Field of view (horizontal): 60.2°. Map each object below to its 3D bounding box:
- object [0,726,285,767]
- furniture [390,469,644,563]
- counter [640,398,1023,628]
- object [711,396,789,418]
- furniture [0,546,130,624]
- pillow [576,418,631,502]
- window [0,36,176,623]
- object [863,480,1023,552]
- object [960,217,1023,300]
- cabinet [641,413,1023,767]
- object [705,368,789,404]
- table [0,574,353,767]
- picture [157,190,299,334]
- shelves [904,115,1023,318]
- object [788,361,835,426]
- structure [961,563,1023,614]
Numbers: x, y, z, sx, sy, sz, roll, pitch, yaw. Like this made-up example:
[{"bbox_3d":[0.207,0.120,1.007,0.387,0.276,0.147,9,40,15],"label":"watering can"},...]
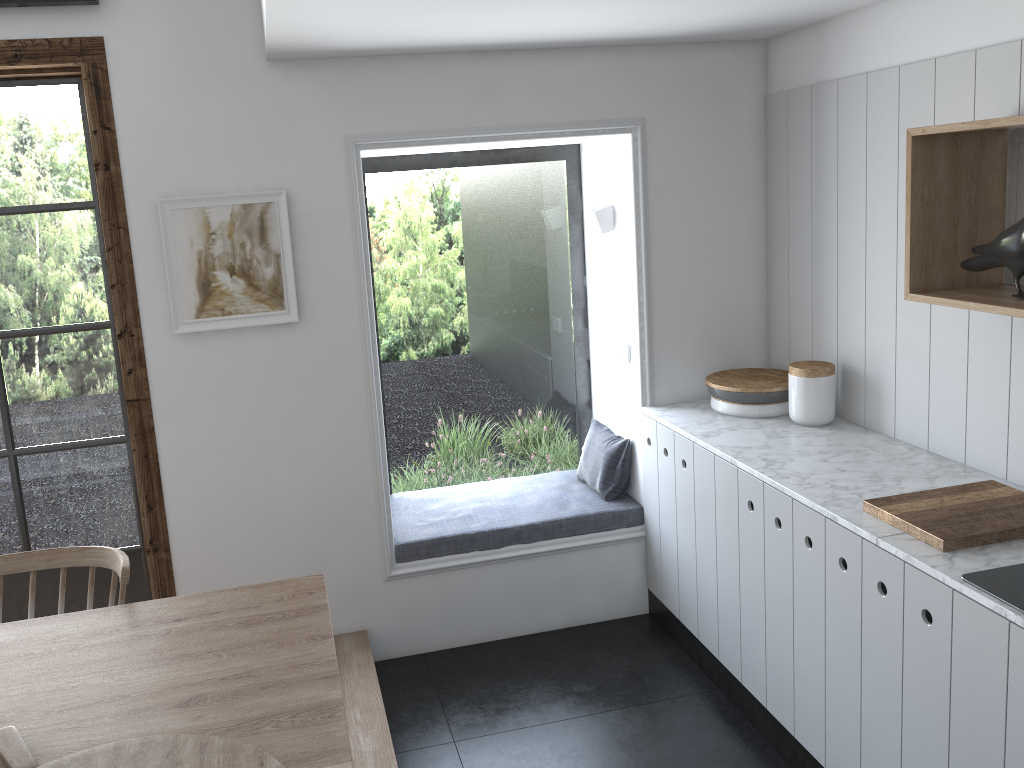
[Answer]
[{"bbox_3d":[-0.626,0.685,1.253,0.683,0.023,0.598,-2,13,9],"label":"object"},{"bbox_3d":[-0.031,0.539,3.824,1.041,0.114,0.608,-7,13,-12],"label":"furniture"},{"bbox_3d":[1.607,0.677,0.656,0.573,0.020,6.251,-7,13,-14],"label":"counter"},{"bbox_3d":[0.938,0.065,3.424,0.333,0.054,0.321,2,14,25],"label":"object"},{"bbox_3d":[-1.563,0.931,2.063,1.347,0.803,0.555,-7,11,-12],"label":"furniture"},{"bbox_3d":[0.411,0.341,3.866,0.179,0.290,0.411,-6,12,-14],"label":"pillow"},{"bbox_3d":[-3.919,0.237,2.672,5.351,2.237,0.164,-7,10,-11],"label":"window"},{"bbox_3d":[1.161,0.328,2.240,0.396,0.030,0.296,-7,13,-12],"label":"object"},{"bbox_3d":[1.255,-0.387,2.195,0.138,0.331,0.341,-6,11,-13],"label":"object"},{"bbox_3d":[1.356,1.087,0.662,0.010,0.740,6.247,-6,13,-14],"label":"cabinet"},{"bbox_3d":[0.935,0.008,3.414,0.370,0.065,0.353,5,15,35],"label":"object"},{"bbox_3d":[-1.305,1.046,1.608,2.022,0.743,0.954,-7,12,-12],"label":"table"},{"bbox_3d":[-0.997,-0.432,3.122,0.430,0.466,0.030,-6,10,-12],"label":"picture"},{"bbox_3d":[1.663,-0.139,0.649,0.297,0.790,3.651,-6,13,-14],"label":"shelves"},{"bbox_3d":[1.070,0.036,3.155,0.159,0.210,0.151,7,15,44],"label":"object"},{"bbox_3d":[1.372,0.466,1.514,0.548,0.048,1.003,-7,13,-13],"label":"structure"}]
